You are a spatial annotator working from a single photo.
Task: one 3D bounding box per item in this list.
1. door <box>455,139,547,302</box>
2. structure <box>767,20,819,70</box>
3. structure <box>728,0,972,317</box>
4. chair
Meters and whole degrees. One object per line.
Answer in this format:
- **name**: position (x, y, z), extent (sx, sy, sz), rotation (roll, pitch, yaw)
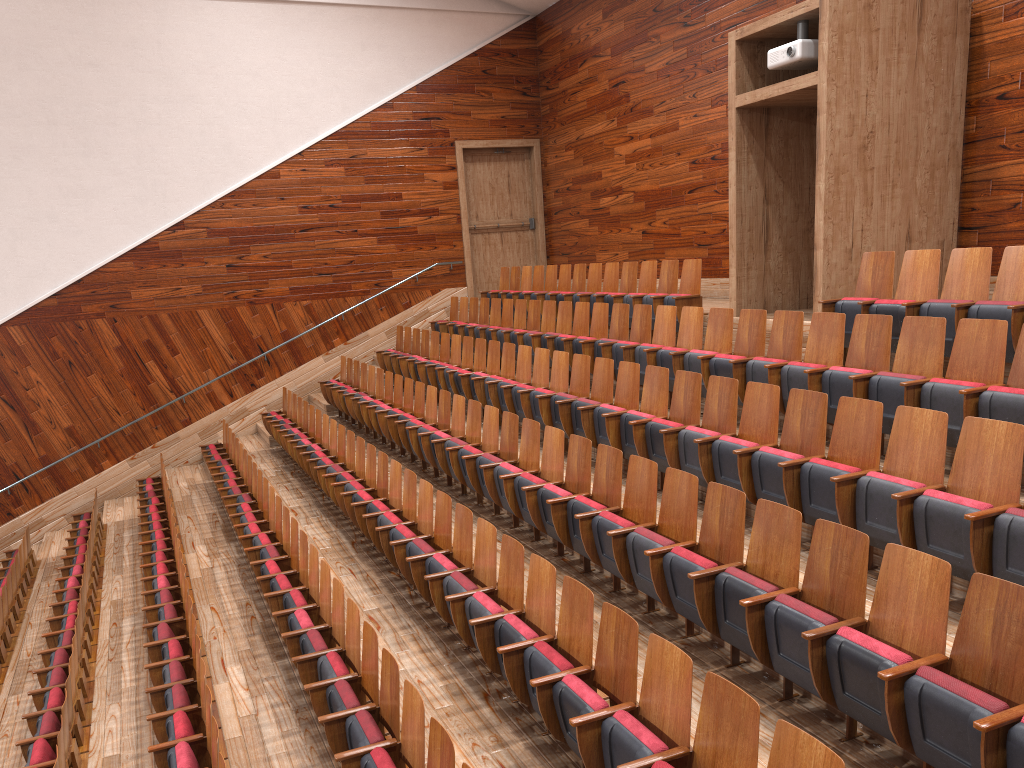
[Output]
- **door**: position (-0.017, -0.256, 1.387), extent (0.139, 0.247, 0.024), rotation (-9, 16, -21)
- **structure**: position (0.221, -0.261, 0.672), extent (0.040, 0.032, 0.037), rotation (-9, 12, -22)
- **structure**: position (0.271, -0.225, 0.715), extent (0.143, 0.339, 0.114), rotation (-10, 15, -21)
- **chair**: position (-0.123, 0.127, 0.633), extent (0.765, 0.384, 1.160), rotation (-8, 10, -22)
